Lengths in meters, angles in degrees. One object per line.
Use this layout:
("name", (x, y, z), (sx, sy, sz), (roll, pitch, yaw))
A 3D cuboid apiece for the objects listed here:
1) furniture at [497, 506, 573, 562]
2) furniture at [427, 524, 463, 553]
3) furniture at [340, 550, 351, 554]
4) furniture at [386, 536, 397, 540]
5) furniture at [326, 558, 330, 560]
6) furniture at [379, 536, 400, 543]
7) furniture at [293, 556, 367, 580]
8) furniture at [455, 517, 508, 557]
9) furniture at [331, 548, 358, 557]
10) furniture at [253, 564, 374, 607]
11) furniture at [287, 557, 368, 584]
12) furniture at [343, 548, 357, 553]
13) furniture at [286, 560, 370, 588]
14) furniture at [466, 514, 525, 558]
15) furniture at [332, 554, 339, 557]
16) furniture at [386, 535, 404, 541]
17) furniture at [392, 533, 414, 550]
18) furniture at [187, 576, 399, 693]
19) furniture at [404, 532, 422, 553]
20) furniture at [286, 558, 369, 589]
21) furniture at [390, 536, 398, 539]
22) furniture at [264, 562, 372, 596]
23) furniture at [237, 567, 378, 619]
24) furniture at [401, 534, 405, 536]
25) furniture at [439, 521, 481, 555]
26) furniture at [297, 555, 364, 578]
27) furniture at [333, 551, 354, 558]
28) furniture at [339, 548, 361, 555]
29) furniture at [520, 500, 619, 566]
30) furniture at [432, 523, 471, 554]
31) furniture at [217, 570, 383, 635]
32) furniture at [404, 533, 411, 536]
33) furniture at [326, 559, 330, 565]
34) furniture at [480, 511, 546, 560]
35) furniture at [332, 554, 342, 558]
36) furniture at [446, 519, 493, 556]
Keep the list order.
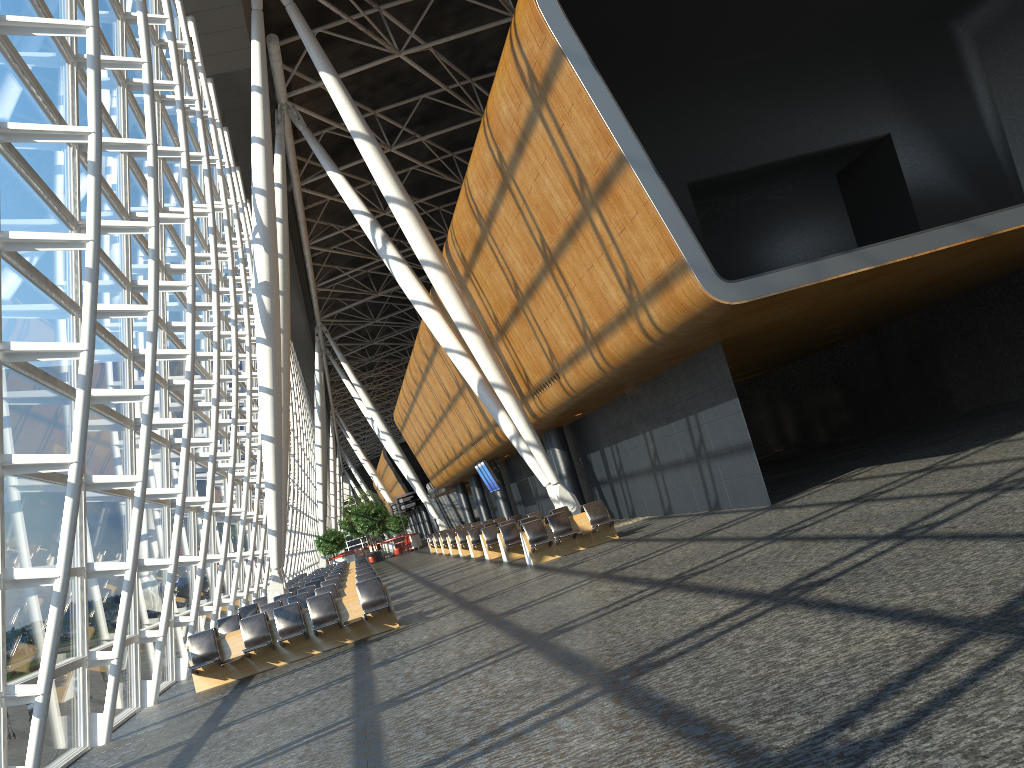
("furniture", (0.619, 3.632, 21.419), (1.885, 0.866, 1.679), (-16, -6, -12))
("furniture", (-3.068, 7.361, 42.039), (1.885, 0.866, 1.679), (-16, -6, -12))
("furniture", (-18.865, 19.504, 100.036), (3.232, 0.866, 1.679), (-16, -6, -11))
("furniture", (-13.666, 18.080, 101.316), (1.885, 0.866, 1.679), (-16, -6, -12))
("furniture", (-15.178, 15.775, 79.416), (3.232, 0.866, 1.679), (-16, -6, -11))
("furniture", (-9.470, 12.633, 68.940), (0.902, 1.004, 2.801), (-19, -6, 30))
("furniture", (-7.740, 8.252, 37.813), (3.232, 0.866, 1.679), (-16, -6, -11))
("furniture", (-0.961, 5.230, 30.256), (1.885, 0.866, 1.679), (-16, -6, -12))
("furniture", (-18.338, 18.972, 97.090), (3.232, 0.866, 1.679), (-16, -6, -11))
("furniture", (-5.107, 5.588, 23.085), (3.232, 0.866, 1.679), (-16, -6, -11))
("furniture", (-7.214, 7.719, 34.868), (3.232, 0.866, 1.679), (-16, -6, -11))
("furniture", (-19.392, 20.037, 102.982), (3.232, 0.866, 1.679), (-16, -6, -11))
("furniture", (-6.160, 6.654, 28.976), (3.232, 0.866, 1.679), (-16, -6, -11))
("furniture", (-0.434, 4.697, 27.311), (1.885, 0.866, 1.679), (-16, -6, -12))
("furniture", (-17.812, 18.439, 94.145), (3.232, 0.866, 1.679), (-16, -6, -11))
("furniture", (-8.505, 11.887, 65.364), (0.877, 1.005, 2.881), (-14, -7, -44))
("furniture", (-7.189, 10.556, 58.005), (0.877, 1.005, 2.881), (-14, -7, -44))
("furniture", (-3.527, 3.990, 14.248), (3.232, 0.866, 1.679), (-16, -6, -11))
("furniture", (-6.194, 9.903, 55.241), (0.889, 1.003, 2.844), (-17, -6, 0))
("furniture", (-6.687, 7.187, 31.922), (3.232, 0.866, 1.679), (-16, -6, -11))
("furniture", (-13.139, 17.547, 98.371), (1.885, 0.866, 1.679), (-16, -6, -12))
("furniture", (-5.634, 6.121, 26.030), (3.232, 0.866, 1.679), (-16, -6, -11))
("furniture", (-4.580, 5.056, 20.139), (3.232, 0.866, 1.679), (-16, -6, -11))
("furniture", (-9.007, 12.861, 71.860), (0.882, 1.003, 2.865), (-16, -6, -15))
("furniture", (-2.014, 6.295, 36.148), (1.885, 0.866, 1.679), (-16, -6, -12))
("furniture", (-8.267, 8.785, 40.759), (3.232, 0.866, 1.679), (-16, -6, -11))
("furniture", (-11.423, 12.241, 61.119), (0.877, 1.005, 2.881), (-14, -7, -44))
("furniture", (-13.095, 14.203, 72.618), (0.902, 1.004, 2.801), (-19, -6, 30))
("furniture", (1.146, 3.099, 18.473), (1.885, 0.866, 1.679), (-16, -6, -12))
("furniture", (-2.541, 6.828, 39.094), (1.885, 0.866, 1.679), (-16, -6, -12))
("furniture", (-4.054, 4.523, 17.193), (3.232, 0.866, 1.679), (-16, -6, -11))
("furniture", (-7.510, 11.234, 62.601), (0.889, 1.003, 2.844), (-17, -6, 0))
("furniture", (-14.652, 15.243, 76.470), (3.232, 0.866, 1.679), (-16, -6, -11))
("furniture", (0.092, 4.164, 24.365), (1.885, 0.866, 1.679), (-16, -6, -12))
("furniture", (-12.418, 12.893, 63.883), (0.889, 1.003, 2.844), (-17, -6, 0))
("furniture", (-1.488, 5.762, 33.202), (1.885, 0.866, 1.679), (-16, -6, -12))
